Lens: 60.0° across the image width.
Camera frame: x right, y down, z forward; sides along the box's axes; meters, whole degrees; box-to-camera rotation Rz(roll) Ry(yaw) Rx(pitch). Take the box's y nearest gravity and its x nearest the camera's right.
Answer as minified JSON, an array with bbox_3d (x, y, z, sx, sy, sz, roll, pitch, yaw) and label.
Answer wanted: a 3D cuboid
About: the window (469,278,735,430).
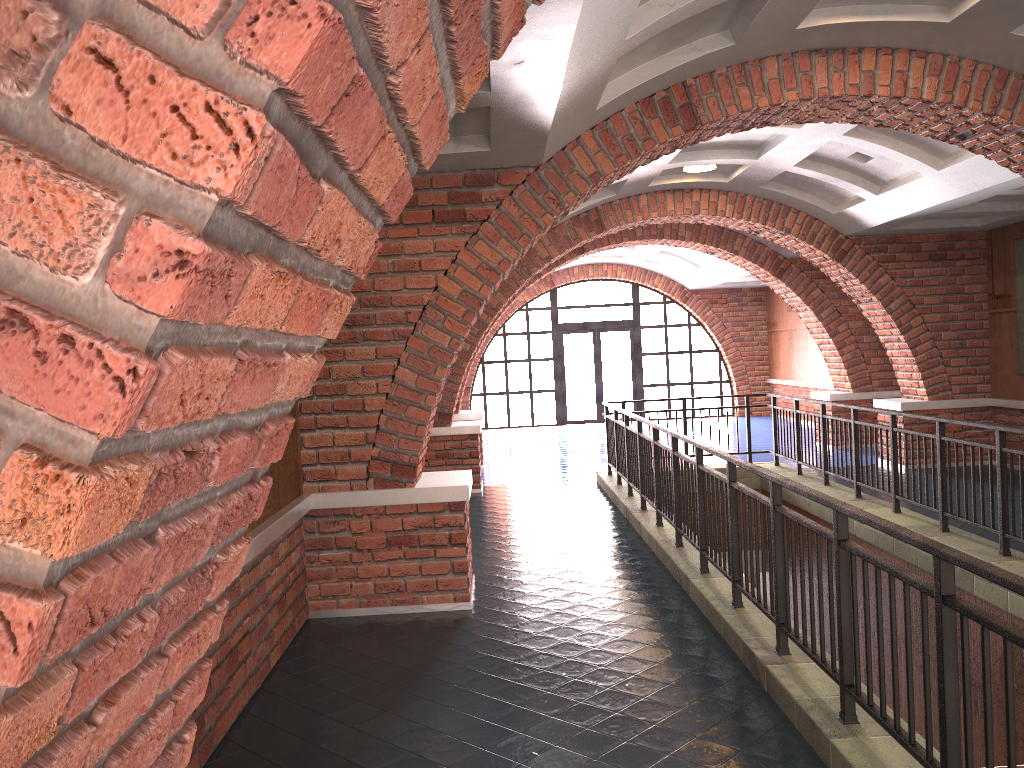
[{"bbox_3d":[2.066,-0.761,20.897,6.353,3.471,0.100,-3,2,-1],"label":"window"}]

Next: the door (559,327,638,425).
[{"bbox_3d":[2.042,-0.192,20.921,1.754,2.236,0.040,-3,2,-1],"label":"door"}]

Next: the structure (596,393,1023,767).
[{"bbox_3d":[2.550,3.180,6.487,2.464,5.665,11.177,-3,2,-1],"label":"structure"}]
